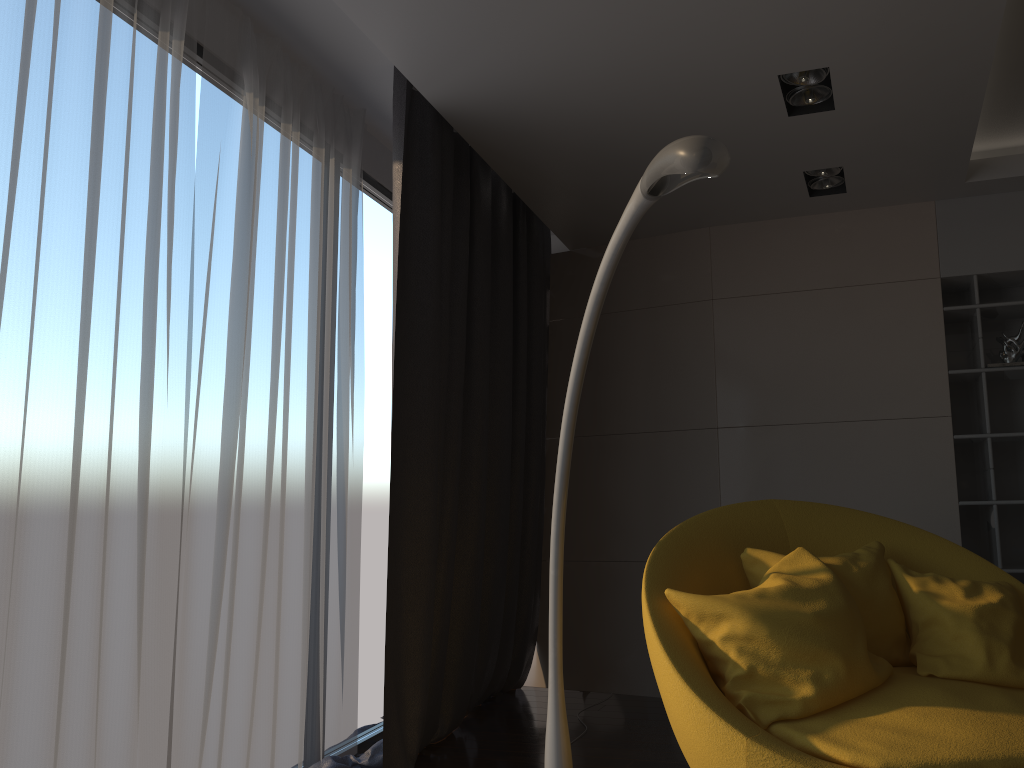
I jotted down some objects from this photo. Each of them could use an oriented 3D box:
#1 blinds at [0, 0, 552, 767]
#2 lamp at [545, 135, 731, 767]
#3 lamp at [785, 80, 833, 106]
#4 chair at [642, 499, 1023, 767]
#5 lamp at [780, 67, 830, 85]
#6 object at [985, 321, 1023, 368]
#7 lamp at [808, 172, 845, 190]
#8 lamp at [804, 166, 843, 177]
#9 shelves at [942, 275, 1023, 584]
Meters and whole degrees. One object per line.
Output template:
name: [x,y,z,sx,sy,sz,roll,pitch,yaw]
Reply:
blinds: [-1.137,-0.214,1.580,0.730,2.897,7.664,-3,-8,16]
lamp: [0.280,0.625,3.730,0.581,1.781,4.228,-1,-8,3]
lamp: [1.139,-1.118,3.376,0.168,0.077,0.185,-6,-10,32]
chair: [1.132,0.848,2.686,1.560,1.007,1.104,1,-9,-14]
lamp: [1.066,-1.142,3.206,0.167,0.077,0.186,-8,-11,39]
object: [2.501,-0.183,4.387,0.275,0.228,0.294,-4,-9,20]
lamp: [1.531,-0.993,4.288,0.168,0.077,0.185,-6,-10,32]
lamp: [1.458,-1.017,4.118,0.167,0.077,0.186,-8,-11,39]
shelves: [3.115,0.224,4.184,1.860,1.602,0.391,-3,-9,18]
